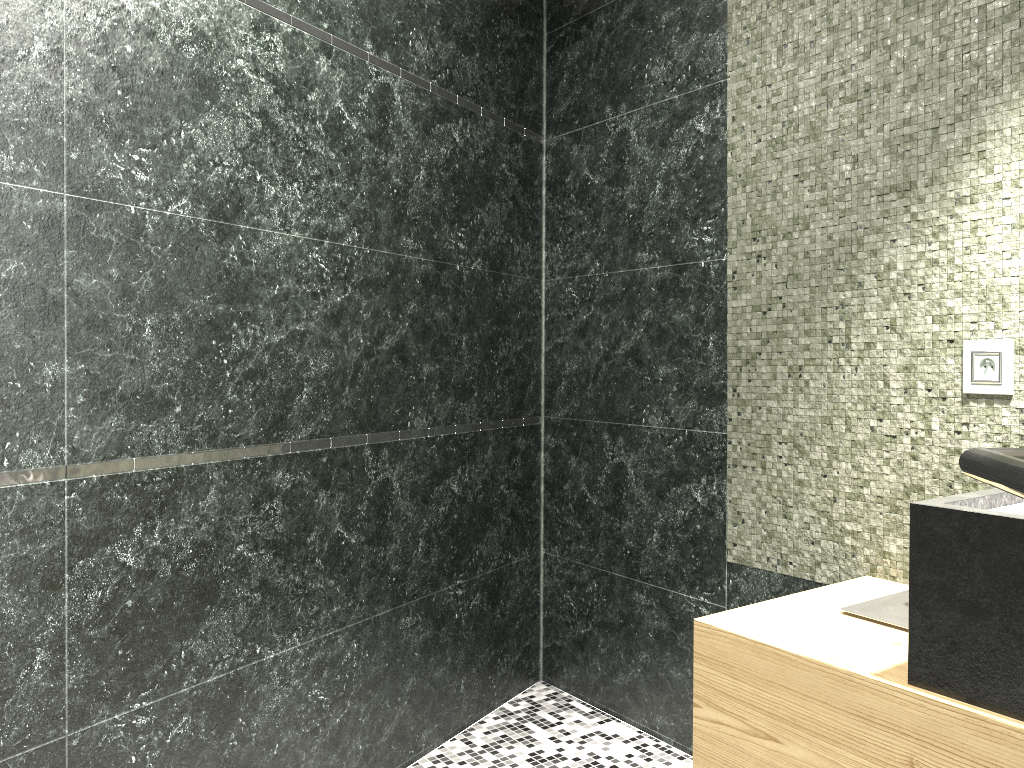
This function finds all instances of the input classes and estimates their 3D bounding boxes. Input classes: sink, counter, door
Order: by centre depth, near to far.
[{"bbox_3d":[0.111,0.030,0.274,1.393,2.514,1.124,1,1,37],"label":"door"},{"bbox_3d":[1.179,0.202,1.438,0.582,0.408,0.670,0,2,-36],"label":"sink"},{"bbox_3d":[1.028,0.736,1.641,0.691,1.051,1.230,0,1,-35],"label":"counter"}]

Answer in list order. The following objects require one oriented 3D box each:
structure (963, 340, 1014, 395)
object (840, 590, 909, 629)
[{"bbox_3d":[1.128,-0.040,2.073,0.018,0.128,0.114,0,1,-35],"label":"structure"},{"bbox_3d":[0.961,0.518,1.965,0.340,0.011,0.294,0,2,-35],"label":"object"}]
